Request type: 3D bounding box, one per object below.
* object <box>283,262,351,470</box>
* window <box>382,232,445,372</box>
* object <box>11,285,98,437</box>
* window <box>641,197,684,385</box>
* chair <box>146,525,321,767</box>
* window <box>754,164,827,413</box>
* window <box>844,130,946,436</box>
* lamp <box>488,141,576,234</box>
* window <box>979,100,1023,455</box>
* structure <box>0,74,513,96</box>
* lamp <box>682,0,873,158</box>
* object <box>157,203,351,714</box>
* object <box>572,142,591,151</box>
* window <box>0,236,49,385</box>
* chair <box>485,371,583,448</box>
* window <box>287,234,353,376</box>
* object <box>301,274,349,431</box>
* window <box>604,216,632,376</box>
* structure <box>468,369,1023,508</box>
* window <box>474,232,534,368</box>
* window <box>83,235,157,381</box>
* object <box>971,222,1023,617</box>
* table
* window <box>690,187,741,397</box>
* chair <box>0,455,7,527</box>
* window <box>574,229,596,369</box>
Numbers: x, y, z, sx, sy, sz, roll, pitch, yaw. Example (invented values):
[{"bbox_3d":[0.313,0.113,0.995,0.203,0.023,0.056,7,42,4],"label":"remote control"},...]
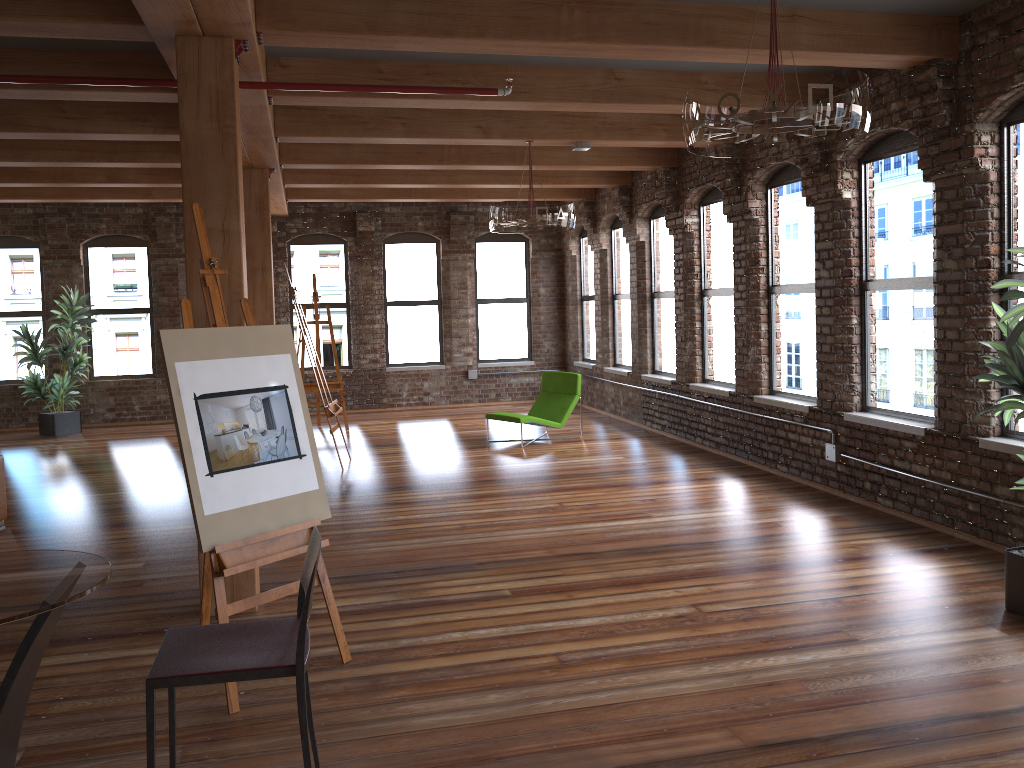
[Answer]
[{"bbox_3d":[-2.107,-0.209,9.274,0.685,2.136,0.663,-2,3,-3],"label":"object"},{"bbox_3d":[-1.594,-1.334,14.283,0.969,2.214,0.219,-2,3,-13],"label":"window"},{"bbox_3d":[-6.426,-0.346,12.444,1.081,2.099,0.967,-4,4,-35],"label":"object"},{"bbox_3d":[1.855,-1.134,10.907,0.233,2.210,0.970,-2,3,-13],"label":"window"},{"bbox_3d":[-0.743,0.940,2.452,0.467,0.980,0.431,-2,3,-13],"label":"chair"},{"bbox_3d":[2.521,-0.899,8.054,0.236,2.210,0.970,-2,3,-13],"label":"window"},{"bbox_3d":[2.852,-0.782,6.625,0.232,2.210,0.970,-2,3,-13],"label":"window"},{"bbox_3d":[0.176,-1.828,8.165,0.809,0.813,0.811,0,4,23],"label":"lamp"},{"bbox_3d":[3.186,-0.664,5.197,0.235,2.210,0.970,-2,3,-13],"label":"window"},{"bbox_3d":[-3.309,-1.803,5.106,6.810,0.112,0.051,-3,3,-13],"label":"structure"},{"bbox_3d":[1.162,-1.479,3.933,0.809,0.813,0.811,0,4,29],"label":"lamp"},{"bbox_3d":[-1.234,0.234,4.020,0.685,2.136,0.703,0,3,37],"label":"object"},{"bbox_3d":[0.653,-2.233,8.301,0.145,0.072,0.148,-3,5,-13],"label":"object"},{"bbox_3d":[-7.353,-1.081,13.016,0.969,2.165,0.086,-2,3,-13],"label":"window"},{"bbox_3d":[0.260,0.280,10.580,0.957,0.794,0.681,-5,5,-38],"label":"chair"},{"bbox_3d":[-3.027,-1.259,13.950,0.969,2.223,0.221,-2,3,-13],"label":"window"},{"bbox_3d":[-2.637,-0.443,12.079,0.662,2.136,0.686,-3,3,-18],"label":"object"},{"bbox_3d":[1.521,-1.252,12.335,0.232,2.210,0.970,-2,3,-13],"label":"window"},{"bbox_3d":[2.374,0.388,8.268,1.634,0.312,13.735,-3,5,-20],"label":"structure"},{"bbox_3d":[-0.147,-1.406,14.618,0.969,2.214,0.219,-2,3,-13],"label":"window"},{"bbox_3d":[-5.900,-1.153,13.353,0.969,2.165,0.086,-2,3,-13],"label":"window"},{"bbox_3d":[2.786,0.108,4.382,0.966,2.099,1.083,-2,3,0],"label":"object"},{"bbox_3d":[-1.449,1.002,2.381,0.721,0.922,0.723,-1,4,12],"label":"table"},{"bbox_3d":[2.185,-1.017,9.482,0.230,2.210,0.970,-2,3,-13],"label":"window"},{"bbox_3d":[-4.516,0.804,6.575,1.064,0.734,0.832,-2,4,-3],"label":"chair"},{"bbox_3d":[1.183,-1.372,13.789,0.232,2.210,0.970,-2,3,-13],"label":"window"}]
